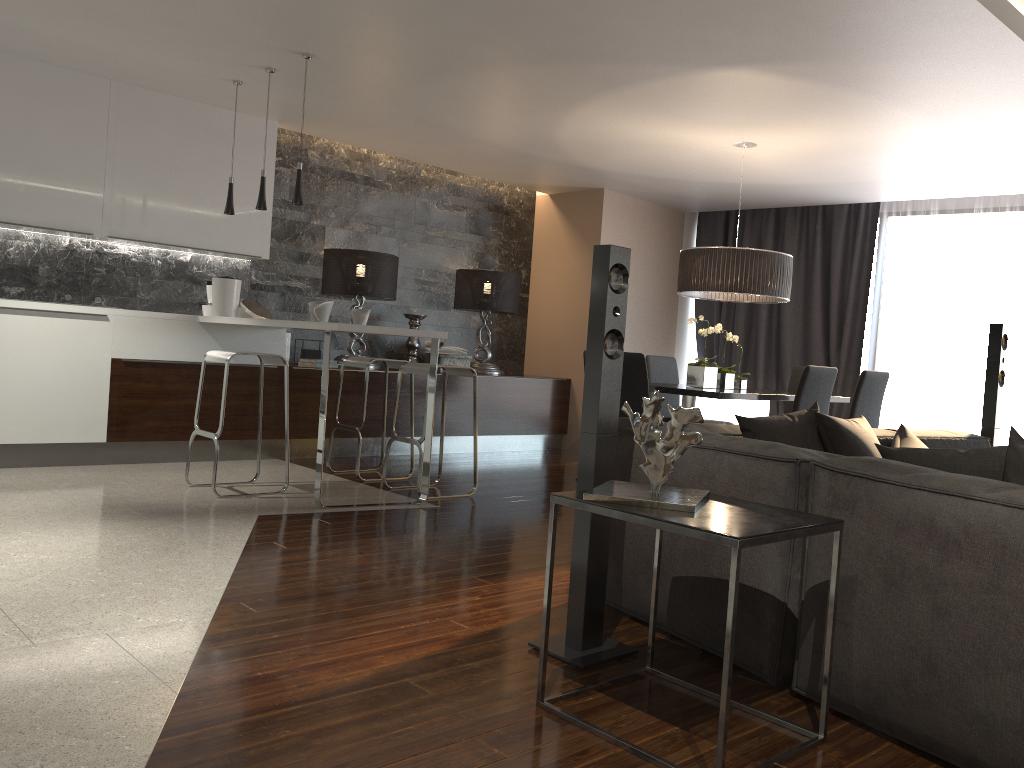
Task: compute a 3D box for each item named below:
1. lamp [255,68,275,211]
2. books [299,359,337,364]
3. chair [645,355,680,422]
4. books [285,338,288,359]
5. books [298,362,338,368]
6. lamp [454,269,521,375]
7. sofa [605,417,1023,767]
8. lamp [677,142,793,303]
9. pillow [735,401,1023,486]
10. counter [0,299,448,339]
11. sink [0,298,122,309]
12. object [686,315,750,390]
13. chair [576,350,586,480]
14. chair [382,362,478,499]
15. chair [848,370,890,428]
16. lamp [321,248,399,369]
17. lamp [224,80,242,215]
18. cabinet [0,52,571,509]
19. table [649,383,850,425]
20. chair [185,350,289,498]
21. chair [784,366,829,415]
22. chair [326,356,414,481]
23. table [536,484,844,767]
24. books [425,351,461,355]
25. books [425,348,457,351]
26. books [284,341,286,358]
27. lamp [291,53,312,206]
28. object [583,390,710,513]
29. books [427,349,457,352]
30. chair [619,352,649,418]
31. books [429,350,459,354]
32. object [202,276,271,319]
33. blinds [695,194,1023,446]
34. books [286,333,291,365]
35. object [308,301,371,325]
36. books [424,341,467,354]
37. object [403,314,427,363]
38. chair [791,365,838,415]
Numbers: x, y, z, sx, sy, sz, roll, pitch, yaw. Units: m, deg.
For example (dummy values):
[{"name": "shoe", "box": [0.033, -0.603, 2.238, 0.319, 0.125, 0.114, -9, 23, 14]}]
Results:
[{"name": "lamp", "box": [-1.481, -1.469, 5.289, 0.061, 0.845, 0.055, 3, 2, -43]}, {"name": "books", "box": [-1.471, -0.173, 6.679, 0.160, 0.024, 0.237, 5, 2, 27]}, {"name": "chair", "box": [1.356, 0.272, 7.015, 0.451, 0.964, 0.541, 3, 2, -43]}, {"name": "books", "box": [-1.733, -0.247, 6.607, 0.022, 0.205, 0.147, 3, 2, -43]}, {"name": "books", "box": [-1.474, -0.145, 6.689, 0.172, 0.034, 0.253, 5, 2, 26]}, {"name": "lamp", "box": [-0.249, -0.565, 8.149, 0.611, 0.933, 0.574, 4, 2, -17]}, {"name": "sofa", "box": [1.940, 0.599, 3.031, 2.613, 0.703, 2.597, 3, 3, -33]}, {"name": "lamp", "box": [1.615, -1.162, 6.261, 0.831, 1.102, 0.777, 4, 2, -19]}, {"name": "pillow", "box": [1.319, 0.297, 3.112, 1.039, 0.430, 2.137, 5, 2, 11]}, {"name": "counter", "box": [-2.781, -0.433, 4.484, 4.251, 0.041, 2.548, 2, 3, -43]}, {"name": "sink", "box": [-3.118, -0.539, 5.443, 1.216, 0.520, 0.482, 2, 3, -43]}, {"name": "object", "box": [1.451, -0.222, 6.259, 0.294, 0.501, 0.606, 6, 2, 44]}, {"name": "chair", "box": [0.815, 0.252, 6.511, 0.451, 0.964, 0.541, 3, 2, -43]}, {"name": "chair", "box": [-0.490, 0.278, 5.492, 0.454, 0.800, 0.398, 3, 2, -43]}, {"name": "chair", "box": [2.228, 0.373, 6.072, 0.451, 0.964, 0.541, 3, 2, -43]}, {"name": "lamp", "box": [-1.260, -0.602, 7.203, 0.562, 0.933, 0.623, 5, 2, 37]}, {"name": "lamp", "box": [-1.777, -1.503, 5.609, 0.061, 0.845, 0.055, 3, 2, -43]}, {"name": "cabinet", "box": [-1.085, -0.596, 4.909, 7.300, 2.499, 4.210, 2, 3, -43]}, {"name": "table", "box": [1.523, 0.415, 6.295, 1.690, 0.760, 0.985, 2, 3, -43]}, {"name": "chair", "box": [-1.562, 0.216, 5.067, 0.454, 0.800, 0.398, 3, 2, -43]}, {"name": "chair", "box": [2.192, 0.338, 6.914, 0.603, 0.964, 0.405, 3, 2, -43]}, {"name": "chair", "box": [-0.942, 0.226, 5.981, 0.454, 0.800, 0.398, 3, 2, -43]}, {"name": "table", "box": [0.447, 0.593, 2.256, 0.475, 0.563, 0.568, 3, 2, -43]}, {"name": "books", "box": [-0.612, -0.275, 7.840, 0.252, 0.011, 0.320, 4, 2, 4]}, {"name": "books", "box": [-0.624, -0.308, 7.833, 0.254, 0.011, 0.317, 4, 2, -1]}, {"name": "books", "box": [-1.748, -0.267, 6.589, 0.020, 0.243, 0.165, 3, 2, -43]}, {"name": "lamp", "box": [-1.185, -1.435, 4.969, 0.061, 0.845, 0.055, 3, 2, -43]}, {"name": "object", "box": [0.372, 0.159, 2.317, 0.277, 0.287, 0.293, 5, 2, 17]}, {"name": "books", "box": [-0.620, -0.297, 7.841, 0.256, 0.011, 0.314, 4, 2, -6]}, {"name": "chair", "box": [0.864, 0.287, 5.705, 0.603, 0.964, 0.405, 3, 2, -43]}, {"name": "books", "box": [-0.606, -0.286, 7.856, 0.256, 0.011, 0.314, 4, 2, -6]}, {"name": "object", "box": [-2.018, -0.625, 6.465, 0.435, 0.298, 0.547, 3, 2, -30]}, {"name": "blinds", "box": [4.595, -0.452, 7.156, 7.105, 2.892, 0.789, 6, 2, 39]}, {"name": "books", "box": [-1.727, -0.267, 6.637, 0.025, 0.243, 0.166, 3, 2, -43]}, {"name": "object", "box": [-1.022, -0.417, 5.169, 0.462, 0.133, 0.178, 2, 3, -42]}, {"name": "books", "box": [-0.596, -0.322, 7.911, 0.287, 0.109, 0.306, 3, 3, -33]}, {"name": "object", "box": [-0.857, -0.363, 7.639, 0.207, 0.485, 0.209, 4, 1, 5]}, {"name": "chair", "box": [1.687, 0.353, 5.568, 0.451, 0.964, 0.541, 3, 2, -43]}]
